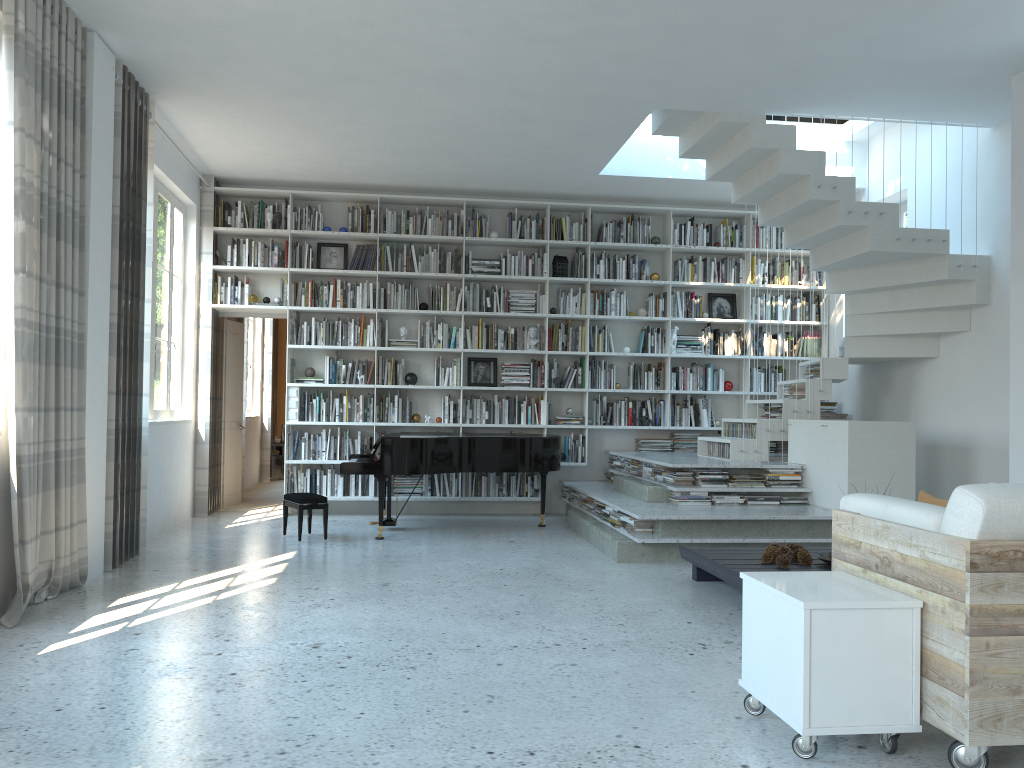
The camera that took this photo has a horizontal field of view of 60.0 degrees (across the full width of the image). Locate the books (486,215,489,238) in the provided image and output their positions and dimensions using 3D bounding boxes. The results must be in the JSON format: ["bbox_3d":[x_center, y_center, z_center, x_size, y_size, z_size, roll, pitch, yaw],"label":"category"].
[{"bbox_3d":[-0.248,-1.563,8.942,0.011,0.256,0.143,1,-1,-7],"label":"books"}]

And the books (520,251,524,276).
[{"bbox_3d":[0.091,-1.196,8.977,0.023,0.269,0.185,1,-1,-7],"label":"books"}]

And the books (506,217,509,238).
[{"bbox_3d":[-0.049,-1.553,8.978,0.012,0.245,0.151,1,-1,-7],"label":"books"}]

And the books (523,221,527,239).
[{"bbox_3d":[0.127,-1.529,8.983,0.033,0.203,0.166,1,-1,-7],"label":"books"}]

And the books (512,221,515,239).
[{"bbox_3d":[0.006,-1.534,8.987,0.031,0.208,0.146,1,-1,-7],"label":"books"}]

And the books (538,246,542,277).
[{"bbox_3d":[0.282,-1.224,9.004,0.012,0.334,0.155,1,-1,-7],"label":"books"}]

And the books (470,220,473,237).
[{"bbox_3d":[-0.411,-1.535,8.919,0.026,0.194,0.166,1,-1,-7],"label":"books"}]

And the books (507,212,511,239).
[{"bbox_3d":[-0.034,-1.577,8.962,0.014,0.292,0.176,1,-1,-7],"label":"books"}]

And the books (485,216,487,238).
[{"bbox_3d":[-0.272,-1.559,8.956,0.013,0.249,0.148,1,-1,-7],"label":"books"}]

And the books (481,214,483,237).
[{"bbox_3d":[-0.303,-1.568,8.939,0.013,0.264,0.147,1,-1,-7],"label":"books"}]

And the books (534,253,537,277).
[{"bbox_3d":[0.231,-1.189,9.003,0.029,0.261,0.133,1,-1,-7],"label":"books"}]

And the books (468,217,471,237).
[{"bbox_3d":[-0.436,-1.552,8.929,0.023,0.228,0.157,1,-1,-7],"label":"books"}]

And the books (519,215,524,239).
[{"bbox_3d":[0.095,-1.563,8.999,0.028,0.270,0.140,1,-1,-7],"label":"books"}]

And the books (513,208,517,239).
[{"bbox_3d":[0.030,-1.595,8.968,0.010,0.331,0.186,1,-1,-7],"label":"books"}]

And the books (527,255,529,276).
[{"bbox_3d":[0.152,-1.175,8.981,0.012,0.230,0.158,1,-1,-7],"label":"books"}]

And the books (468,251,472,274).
[{"bbox_3d":[-0.426,-1.196,8.898,0.021,0.249,0.191,1,-1,-7],"label":"books"}]

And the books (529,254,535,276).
[{"bbox_3d":[0.203,-1.183,8.983,0.032,0.248,0.173,1,-1,-7],"label":"books"}]

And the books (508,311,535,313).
[{"bbox_3d":[0.094,-0.725,8.977,0.254,0.012,0.161,1,-2,-4],"label":"books"}]

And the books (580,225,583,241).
[{"bbox_3d":[0.694,-1.514,9.059,0.022,0.194,0.182,1,-1,-7],"label":"books"}]

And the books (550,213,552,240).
[{"bbox_3d":[0.388,-1.572,9.020,0.007,0.298,0.181,1,-1,-7],"label":"books"}]

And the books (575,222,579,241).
[{"bbox_3d":[0.645,-1.524,9.040,0.031,0.213,0.169,1,-1,-7],"label":"books"}]

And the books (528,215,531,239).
[{"bbox_3d":[0.173,-1.562,8.979,0.010,0.270,0.180,1,-1,-7],"label":"books"}]

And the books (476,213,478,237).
[{"bbox_3d":[-0.356,-1.569,8.920,0.011,0.265,0.163,1,-1,-7],"label":"books"}]

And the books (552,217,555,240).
[{"bbox_3d":[0.417,-1.552,9.019,0.006,0.259,0.166,1,-1,-7],"label":"books"}]

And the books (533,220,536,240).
[{"bbox_3d":[0.221,-1.542,9.023,0.026,0.233,0.137,1,-1,-7],"label":"books"}]

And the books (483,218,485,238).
[{"bbox_3d":[-0.289,-1.545,8.937,0.016,0.219,0.144,1,-1,-7],"label":"books"}]

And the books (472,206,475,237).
[{"bbox_3d":[-0.392,-1.608,8.936,0.014,0.341,0.145,1,-1,-7],"label":"books"}]

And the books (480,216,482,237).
[{"bbox_3d":[-0.317,-1.560,8.944,0.014,0.248,0.139,1,-1,-7],"label":"books"}]

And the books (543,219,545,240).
[{"bbox_3d":[0.311,-1.543,9.015,0.014,0.238,0.153,1,-1,-7],"label":"books"}]

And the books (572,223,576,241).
[{"bbox_3d":[0.617,-1.519,9.041,0.024,0.201,0.180,1,-1,-7],"label":"books"}]

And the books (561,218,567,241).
[{"bbox_3d":[0.518,-1.548,9.027,0.054,0.254,0.191,1,-1,-7],"label":"books"}]

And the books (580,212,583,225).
[{"bbox_3d":[0.711,-1.581,9.080,0.012,0.329,0.128,1,-1,-7],"label":"books"}]

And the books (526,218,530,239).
[{"bbox_3d":[0.154,-1.545,8.992,0.023,0.236,0.154,1,-1,-7],"label":"books"}]

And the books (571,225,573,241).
[{"bbox_3d":[0.594,-1.509,9.037,0.022,0.180,0.173,1,-1,-7],"label":"books"}]

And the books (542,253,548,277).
[{"bbox_3d":[0.323,-1.177,8.944,0.037,0.237,0.272,1,-1,-7],"label":"books"}]

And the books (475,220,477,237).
[{"bbox_3d":[-0.371,-1.539,8.944,0.011,0.205,0.145,1,-1,-7],"label":"books"}]

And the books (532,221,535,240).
[{"bbox_3d":[0.202,-1.528,8.976,0.023,0.202,0.193,1,-1,-7],"label":"books"}]

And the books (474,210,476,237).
[{"bbox_3d":[-0.379,-1.585,8.932,0.010,0.296,0.153,1,-1,-7],"label":"books"}]

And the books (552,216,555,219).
[{"bbox_3d":[0.422,-1.561,9.032,0.007,0.279,0.150,1,-1,-7],"label":"books"}]

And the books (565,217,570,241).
[{"bbox_3d":[0.556,-1.556,9.053,0.030,0.274,0.151,1,-1,-7],"label":"books"}]

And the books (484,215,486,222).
[{"bbox_3d":[-0.278,-1.563,8.936,0.005,0.255,0.168,1,-1,-7],"label":"books"}]

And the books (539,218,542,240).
[{"bbox_3d":[0.276,-1.546,9.009,0.028,0.244,0.161,1,-1,-7],"label":"books"}]

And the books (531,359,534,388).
[{"bbox_3d":[0.208,-0.105,9.002,0.011,0.299,0.130,1,-1,-7],"label":"books"}]

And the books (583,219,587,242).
[{"bbox_3d":[0.734,-1.543,9.049,0.029,0.253,0.186,1,-1,-7],"label":"books"}]

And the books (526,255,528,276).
[{"bbox_3d":[0.140,-1.175,8.986,0.010,0.230,0.152,1,-1,-7],"label":"books"}]

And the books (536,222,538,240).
[{"bbox_3d":[0.242,-1.527,9.019,0.014,0.204,0.135,1,-1,-7],"label":"books"}]

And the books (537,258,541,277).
[{"bbox_3d":[0.261,-1.159,8.992,0.029,0.202,0.191,1,-1,-7],"label":"books"}]

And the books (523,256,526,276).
[{"bbox_3d":[0.114,-1.172,8.971,0.023,0.223,0.190,1,-1,-7],"label":"books"}]

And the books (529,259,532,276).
[{"bbox_3d":[0.173,-1.154,8.980,0.029,0.188,0.176,1,-1,-7],"label":"books"}]

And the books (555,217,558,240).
[{"bbox_3d":[0.443,-1.552,9.025,0.034,0.261,0.157,1,-1,-7],"label":"books"}]

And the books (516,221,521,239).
[{"bbox_3d":[0.058,-1.534,8.976,0.050,0.211,0.173,1,-1,-7],"label":"books"}]

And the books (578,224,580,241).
[{"bbox_3d":[0.670,-1.519,9.064,0.025,0.203,0.162,1,-1,-7],"label":"books"}]

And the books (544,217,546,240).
[{"bbox_3d":[0.328,-1.552,9.024,0.022,0.257,0.136,1,-1,-7],"label":"books"}]

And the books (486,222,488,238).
[{"bbox_3d":[-0.260,-1.528,8.947,0.010,0.186,0.152,1,-1,-7],"label":"books"}]

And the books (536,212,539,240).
[{"bbox_3d":[0.256,-1.579,9.015,0.012,0.308,0.138,1,-1,-7],"label":"books"}]

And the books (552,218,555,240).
[{"bbox_3d":[0.412,-1.542,9.004,0.007,0.239,0.191,1,-1,-7],"label":"books"}]

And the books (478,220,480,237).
[{"bbox_3d":[-0.342,-1.534,8.934,0.023,0.195,0.172,1,-1,-7],"label":"books"}]

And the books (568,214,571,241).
[{"bbox_3d":[0.579,-1.568,9.039,0.010,0.297,0.167,1,-1,-7],"label":"books"}]

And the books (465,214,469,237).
[{"bbox_3d":[-0.458,-1.565,8.907,0.026,0.253,0.185,1,-1,-7],"label":"books"}]
